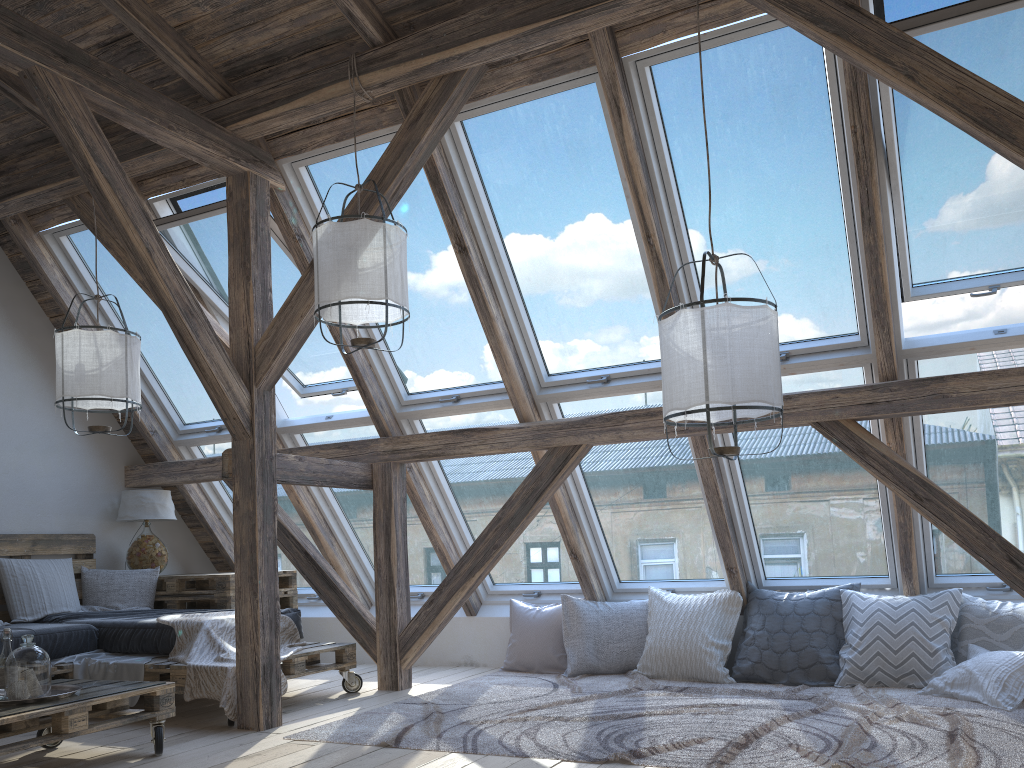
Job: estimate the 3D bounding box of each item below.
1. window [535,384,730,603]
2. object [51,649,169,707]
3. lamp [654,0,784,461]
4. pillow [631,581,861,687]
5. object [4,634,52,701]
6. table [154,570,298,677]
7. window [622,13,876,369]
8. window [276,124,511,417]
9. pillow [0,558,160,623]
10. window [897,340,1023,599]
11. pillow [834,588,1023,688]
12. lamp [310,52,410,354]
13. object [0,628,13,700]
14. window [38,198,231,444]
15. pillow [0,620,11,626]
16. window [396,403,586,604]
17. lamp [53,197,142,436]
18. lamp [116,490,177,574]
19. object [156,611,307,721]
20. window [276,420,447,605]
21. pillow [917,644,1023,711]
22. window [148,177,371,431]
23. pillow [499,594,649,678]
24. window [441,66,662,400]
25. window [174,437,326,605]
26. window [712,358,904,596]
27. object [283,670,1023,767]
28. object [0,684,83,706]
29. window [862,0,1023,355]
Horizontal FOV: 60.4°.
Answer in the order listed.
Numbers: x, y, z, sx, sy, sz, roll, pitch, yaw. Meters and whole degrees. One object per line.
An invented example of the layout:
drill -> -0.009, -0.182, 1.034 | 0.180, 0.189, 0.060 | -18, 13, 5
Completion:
window -> 0.766, 0.664, 5.127 | 0.859, 1.262, 1.105 | -5, -7, 26
object -> -2.149, 1.577, 4.724 | 0.709, 0.274, 0.511 | -4, -9, 11
lamp -> 0.693, -0.681, 3.074 | 0.400, 1.875, 0.411 | -1, -4, -22
pillow -> 1.304, 1.410, 5.007 | 1.279, 0.557, 0.471 | -7, -8, 27
object -> -1.832, 1.072, 3.330 | 0.156, 0.244, 0.158 | -2, -6, -5
table -> -2.085, 1.663, 6.078 | 1.021, 0.694, 0.680 | -6, -8, 26
window -> 1.094, -0.769, 3.900 | 0.859, 1.262, 1.105 | -5, -7, 26
window -> -0.550, -0.550, 4.718 | 0.859, 1.262, 1.105 | -5, -7, 26
pillow -> -2.725, 1.275, 5.547 | 0.390, 0.394, 0.973 | -9, -11, 42
window -> 2.410, 0.445, 4.309 | 0.859, 1.262, 1.105 | -5, -7, 26
pillow -> 2.268, 1.301, 4.477 | 1.162, 0.528, 0.505 | -8, -9, 31
lamp -> -0.654, -0.793, 3.758 | 0.400, 1.291, 0.411 | -3, -4, 2
object -> -1.980, 1.080, 3.404 | 0.154, 0.265, 0.071 | -5, -5, 26
window -> -2.194, -0.331, 5.536 | 0.859, 1.262, 1.105 | -5, -7, 26
pillow -> -3.188, 1.122, 4.548 | 0.352, 0.350, 1.141 | -6, -10, 26
window -> -0.056, 0.773, 5.536 | 0.859, 1.262, 1.105 | -5, -7, 26
lamp -> -2.107, -0.498, 4.476 | 0.400, 1.501, 0.411 | -1, -4, -22
lamp -> -2.693, 1.387, 6.039 | 0.824, 1.271, 0.392 | -4, -4, 12
object -> -1.347, 1.444, 4.629 | 0.812, 0.468, 1.022 | 4, -11, -33
window -> -0.878, 0.883, 5.946 | 0.859, 1.262, 1.105 | -5, -7, 26
pillow -> 2.252, 1.374, 4.122 | 0.475, 0.239, 0.544 | 1, -10, -22
window -> -1.351, -0.434, 5.168 | 0.859, 1.261, 1.362 | -5, -8, 26
pillow -> 0.430, 1.567, 5.470 | 1.136, 0.519, 0.439 | -6, -7, 19
window -> 0.272, -0.660, 4.309 | 0.859, 1.262, 1.105 | -5, -7, 26
window -> -1.700, 0.992, 6.355 | 0.859, 1.262, 1.105 | -5, -7, 26
window -> 1.588, 0.554, 4.718 | 0.859, 1.262, 1.105 | -5, -7, 26
object -> 0.894, 1.500, 4.121 | 3.203, 0.056, 2.209 | -8, -12, 26
object -> -1.876, 1.201, 3.395 | 0.396, 0.021, 0.399 | 8, -14, -43
window -> 1.938, -0.872, 3.535 | 0.859, 1.261, 1.419 | -5, -8, 26
